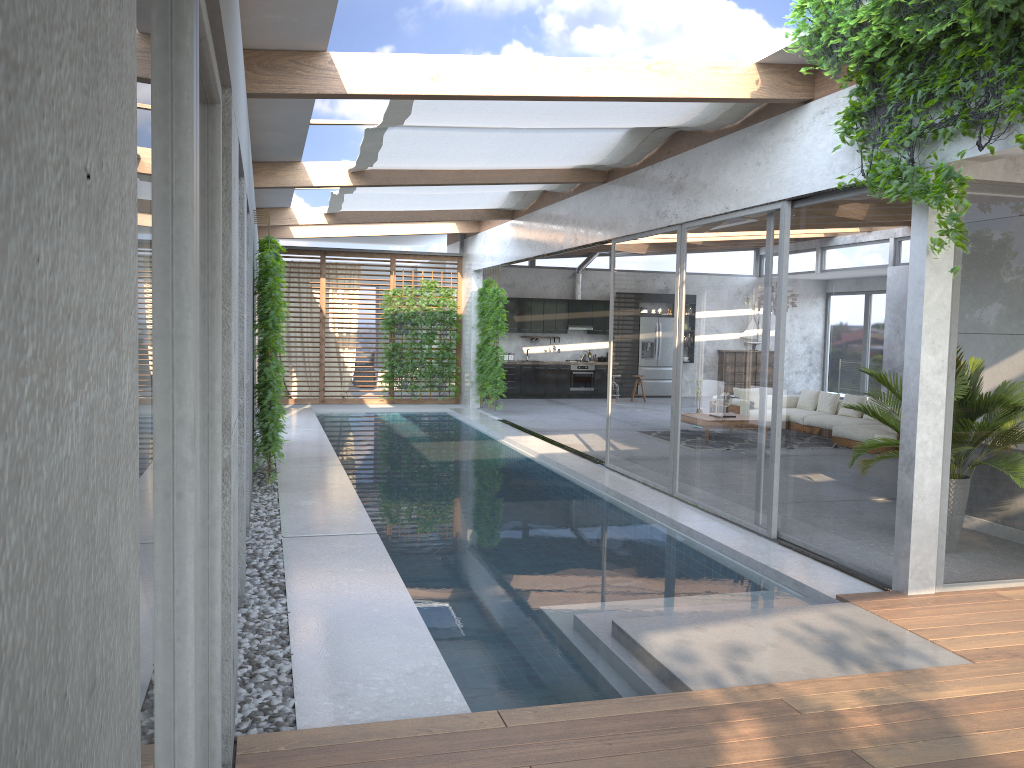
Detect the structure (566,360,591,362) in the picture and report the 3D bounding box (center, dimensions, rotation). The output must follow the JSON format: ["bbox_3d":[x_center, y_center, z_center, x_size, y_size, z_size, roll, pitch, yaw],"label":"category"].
[{"bbox_3d":[1.566,-0.534,20.769,0.605,0.031,0.496,0,4,-16],"label":"structure"}]

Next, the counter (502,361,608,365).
[{"bbox_3d":[0.606,-0.494,20.502,3.805,0.061,0.607,0,4,-16],"label":"counter"}]

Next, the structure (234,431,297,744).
[{"bbox_3d":[-2.905,0.955,10.111,0.477,0.068,13.673,0,4,-16],"label":"structure"}]

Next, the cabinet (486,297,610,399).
[{"bbox_3d":[1.616,-0.921,20.775,5.901,2.502,0.709,0,4,-17],"label":"cabinet"}]

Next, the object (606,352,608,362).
[{"bbox_3d":[2.349,-0.636,21.072,0.088,0.226,0.351,0,4,-16],"label":"object"}]

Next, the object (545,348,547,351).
[{"bbox_3d":[0.796,-0.937,20.776,0.071,0.325,0.066,0,4,-16],"label":"object"}]

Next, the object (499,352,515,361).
[{"bbox_3d":[-0.147,-0.642,20.499,0.405,0.200,0.147,0,4,-14],"label":"object"}]

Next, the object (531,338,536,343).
[{"bbox_3d":[0.490,-1.031,20.679,0.117,0.139,0.093,0,4,-14],"label":"object"}]

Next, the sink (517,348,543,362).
[{"bbox_3d":[0.415,-0.555,20.445,0.526,0.514,0.514,0,4,-16],"label":"sink"}]

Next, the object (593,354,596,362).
[{"bbox_3d":[1.967,-0.627,21.131,0.080,0.183,0.039,1,4,-3],"label":"object"}]

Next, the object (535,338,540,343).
[{"bbox_3d":[0.597,-1.030,20.700,0.117,0.139,0.093,1,4,1],"label":"object"}]

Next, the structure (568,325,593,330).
[{"bbox_3d":[1.555,-1.324,20.820,0.599,0.104,0.368,0,4,-16],"label":"structure"}]

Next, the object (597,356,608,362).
[{"bbox_3d":[2.138,-0.598,21.066,0.247,0.141,0.209,0,4,-17],"label":"object"}]

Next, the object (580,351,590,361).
[{"bbox_3d":[1.712,-0.663,20.747,0.222,0.235,0.222,-1,4,-26],"label":"object"}]

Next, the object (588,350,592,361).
[{"bbox_3d":[1.857,-0.675,21.076,0.089,0.282,0.082,0,4,-20],"label":"object"}]

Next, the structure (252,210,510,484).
[{"bbox_3d":[-1.496,-0.654,13.523,2.739,2.687,10.282,1,4,1],"label":"structure"}]

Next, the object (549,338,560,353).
[{"bbox_3d":[1.008,-0.912,20.803,0.282,0.380,0.070,0,4,-15],"label":"object"}]

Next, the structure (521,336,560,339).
[{"bbox_3d":[0.676,-1.092,20.741,0.932,0.046,0.081,0,4,-16],"label":"structure"}]

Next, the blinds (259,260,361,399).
[{"bbox_3d":[-4.105,-1.074,18.156,2.087,2.898,0.692,0,4,-12],"label":"blinds"}]

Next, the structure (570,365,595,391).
[{"bbox_3d":[1.562,-0.162,20.775,0.587,0.588,0.584,0,4,-16],"label":"structure"}]

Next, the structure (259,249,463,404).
[{"bbox_3d":[-3.143,-1.132,18.053,4.313,3.079,0.085,0,4,-16],"label":"structure"}]

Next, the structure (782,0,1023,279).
[{"bbox_3d":[2.342,-1.648,5.303,0.918,2.054,1.822,0,4,-18],"label":"structure"}]

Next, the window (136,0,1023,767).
[{"bbox_3d":[3.283,-1.033,13.871,14.294,3.764,23.280,0,4,-16],"label":"window"}]
